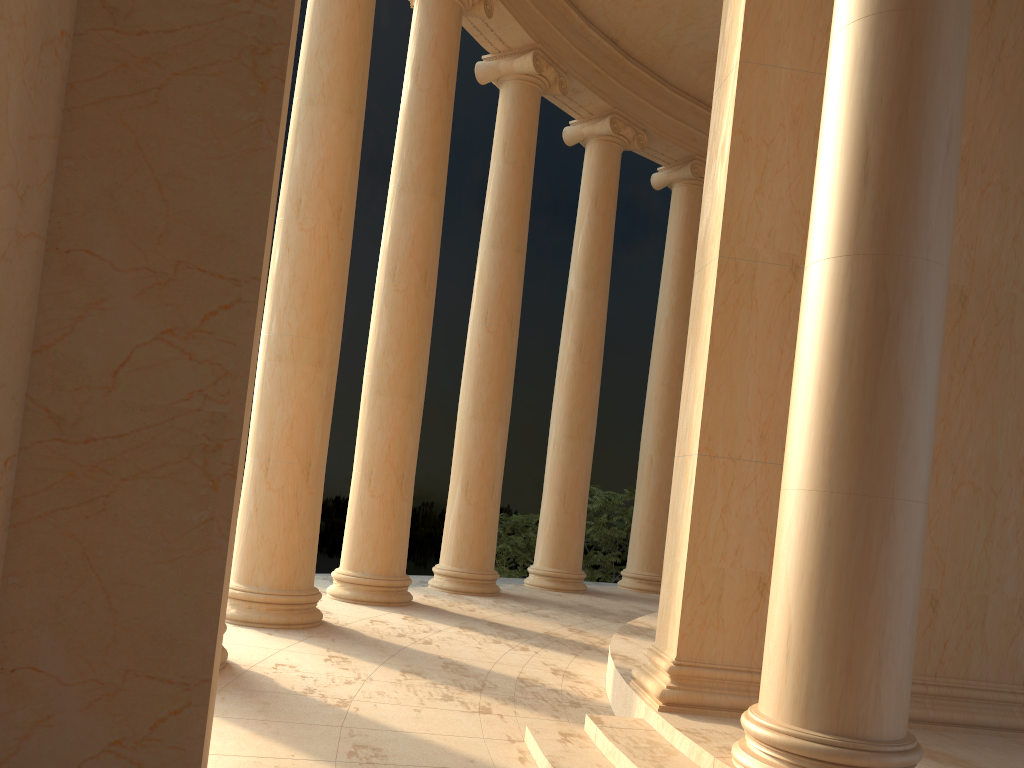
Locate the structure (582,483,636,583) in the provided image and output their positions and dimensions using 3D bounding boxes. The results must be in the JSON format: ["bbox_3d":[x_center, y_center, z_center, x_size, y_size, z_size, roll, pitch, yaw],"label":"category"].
[{"bbox_3d":[174.582,329.758,1603.637,247.291,298.510,238.461,7,-4,-3],"label":"structure"}]

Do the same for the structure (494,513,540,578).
[{"bbox_3d":[-11.741,310.625,1512.349,149.057,187.710,156.466,6,-4,7],"label":"structure"}]
